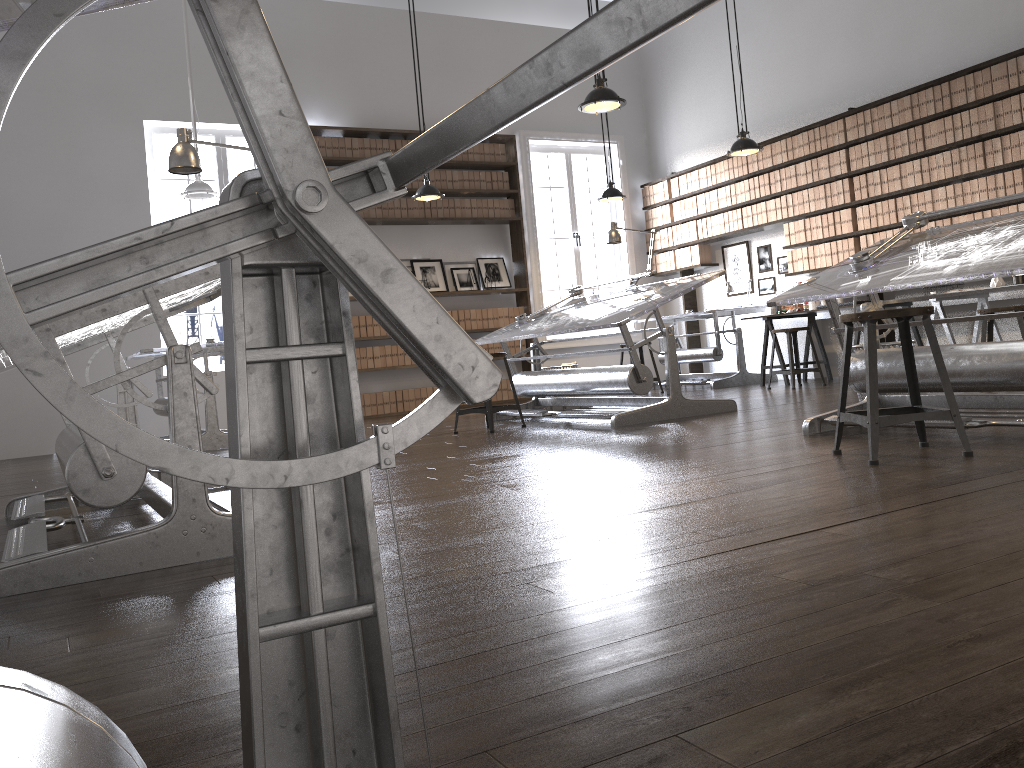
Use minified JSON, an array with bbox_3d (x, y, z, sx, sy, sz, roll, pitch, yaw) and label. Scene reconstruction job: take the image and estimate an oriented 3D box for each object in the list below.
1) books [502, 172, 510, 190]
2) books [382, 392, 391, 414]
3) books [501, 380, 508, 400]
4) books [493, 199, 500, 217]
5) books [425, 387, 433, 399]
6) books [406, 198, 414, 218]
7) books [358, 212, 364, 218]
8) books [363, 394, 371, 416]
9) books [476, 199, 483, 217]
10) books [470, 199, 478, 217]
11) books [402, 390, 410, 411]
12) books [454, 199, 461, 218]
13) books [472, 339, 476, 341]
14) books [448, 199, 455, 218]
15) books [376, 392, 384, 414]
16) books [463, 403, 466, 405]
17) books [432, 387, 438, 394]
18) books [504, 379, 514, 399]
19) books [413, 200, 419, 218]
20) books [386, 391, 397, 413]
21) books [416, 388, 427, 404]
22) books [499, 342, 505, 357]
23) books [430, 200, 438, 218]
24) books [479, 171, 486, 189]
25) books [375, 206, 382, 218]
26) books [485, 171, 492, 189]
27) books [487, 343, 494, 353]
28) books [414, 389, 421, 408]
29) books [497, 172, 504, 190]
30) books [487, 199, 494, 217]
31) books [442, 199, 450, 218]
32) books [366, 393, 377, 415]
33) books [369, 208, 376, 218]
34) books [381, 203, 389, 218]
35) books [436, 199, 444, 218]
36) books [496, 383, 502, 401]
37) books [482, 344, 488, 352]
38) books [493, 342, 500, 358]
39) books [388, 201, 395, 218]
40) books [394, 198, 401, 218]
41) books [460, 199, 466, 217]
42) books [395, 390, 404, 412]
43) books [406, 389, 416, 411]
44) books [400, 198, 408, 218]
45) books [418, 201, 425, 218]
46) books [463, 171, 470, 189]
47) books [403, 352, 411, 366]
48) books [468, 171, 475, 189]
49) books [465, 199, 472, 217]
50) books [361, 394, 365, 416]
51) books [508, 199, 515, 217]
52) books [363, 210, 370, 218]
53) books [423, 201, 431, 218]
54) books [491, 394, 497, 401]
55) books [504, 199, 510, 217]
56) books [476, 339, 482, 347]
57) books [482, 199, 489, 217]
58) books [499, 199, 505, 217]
[{"bbox_3d":[-0.104,-2.293,10.117,0.067,0.226,0.174,-5,-1,-28],"label":"books"},{"bbox_3d":[-1.341,0.196,9.273,0.067,0.226,0.174,-5,-1,-28],"label":"books"},{"bbox_3d":[-0.120,0.068,9.934,0.067,0.226,0.174,-4,-1,-28],"label":"books"},{"bbox_3d":[-0.211,-1.967,10.031,0.067,0.226,0.174,-5,-1,-28],"label":"books"},{"bbox_3d":[-0.908,0.151,9.509,0.067,0.226,0.174,-4,-1,-28],"label":"books"},{"bbox_3d":[-1.126,-1.872,9.536,0.067,0.226,0.174,-5,-1,-28],"label":"books"},{"bbox_3d":[-1.614,-1.820,9.272,0.067,0.226,0.174,-4,-1,-28],"label":"books"},{"bbox_3d":[-1.524,0.215,9.172,0.067,0.226,0.174,-5,-1,-28],"label":"books"},{"bbox_3d":[-0.399,-1.948,9.935,0.067,0.226,0.174,-4,-1,-28],"label":"books"},{"bbox_3d":[-0.459,-1.942,9.899,0.067,0.226,0.174,-5,-1,-28],"label":"books"},{"bbox_3d":[-1.150,0.176,9.382,0.067,0.226,0.174,-5,-1,-28],"label":"books"},{"bbox_3d":[-0.636,-1.923,9.802,0.067,0.226,0.174,-5,-1,-28],"label":"books"},{"bbox_3d":[-0.459,-0.381,9.787,0.067,0.226,0.174,-5,-1,-28],"label":"books"},{"bbox_3d":[-0.698,-1.917,9.775,0.067,0.226,0.174,-4,-1,-28],"label":"books"},{"bbox_3d":[-1.405,0.203,9.243,0.067,0.226,0.174,-4,-1,-28],"label":"books"},{"bbox_3d":[-0.544,0.113,9.708,0.067,0.226,0.174,-5,-1,-28],"label":"books"},{"bbox_3d":[-0.842,0.144,9.542,0.067,0.226,0.174,-5,-1,-28],"label":"books"},{"bbox_3d":[-0.060,0.062,9.972,0.067,0.226,0.174,-4,-1,-28],"label":"books"},{"bbox_3d":[-1.072,-1.877,9.570,0.067,0.226,0.174,-4,-1,-28],"label":"books"},{"bbox_3d":[-1.281,0.190,9.311,0.067,0.226,0.174,-5,-1,-28],"label":"books"},{"bbox_3d":[-0.970,0.157,9.471,0.067,0.226,0.174,-4,-1,-28],"label":"books"},{"bbox_3d":[-0.156,-0.413,9.953,0.067,0.226,0.174,-4,-1,-28],"label":"books"},{"bbox_3d":[-0.885,-1.897,9.674,0.067,0.226,0.174,-5,-1,-28],"label":"books"},{"bbox_3d":[-0.363,-2.265,9.974,0.067,0.226,0.174,-4,-1,-28],"label":"books"},{"bbox_3d":[-1.437,-1.839,9.369,0.067,0.226,0.174,-4,-1,-28],"label":"books"},{"bbox_3d":[-0.303,-2.272,10.012,0.067,0.226,0.174,-4,-1,-28],"label":"books"},{"bbox_3d":[-0.274,-0.401,9.885,0.067,0.226,0.174,-5,-1,-28],"label":"books"},{"bbox_3d":[-1.034,0.164,9.437,0.067,0.226,0.174,-5,-1,-28],"label":"books"},{"bbox_3d":[-0.172,-2.286,10.083,0.067,0.226,0.174,-4,-1,-28],"label":"books"},{"bbox_3d":[-0.276,-1.961,10.000,0.067,0.226,0.174,-5,-1,-28],"label":"books"},{"bbox_3d":[-0.760,-1.910,9.741,0.067,0.226,0.174,-4,-1,-28],"label":"books"},{"bbox_3d":[-1.467,0.209,9.209,0.067,0.226,0.174,-4,-1,-28],"label":"books"},{"bbox_3d":[-1.502,-1.832,9.336,0.067,0.226,0.174,-5,-1,-28],"label":"books"},{"bbox_3d":[-1.378,-1.845,9.406,0.067,0.226,0.174,-5,-1,-28],"label":"books"},{"bbox_3d":[-0.820,-1.904,9.704,0.067,0.226,0.174,-5,-1,-28],"label":"books"},{"bbox_3d":[-0.184,0.075,9.904,0.067,0.226,0.174,-5,-1,-28],"label":"books"},{"bbox_3d":[-0.337,-0.394,9.856,0.067,0.226,0.174,-4,-1,-28],"label":"books"},{"bbox_3d":[-0.211,-0.407,9.922,0.067,0.226,0.174,-4,-1,-28],"label":"books"},{"bbox_3d":[-1.317,-1.852,9.441,0.067,0.226,0.174,-5,-1,-28],"label":"books"},{"bbox_3d":[-1.254,-1.858,9.470,0.067,0.226,0.174,-4,-1,-28],"label":"books"},{"bbox_3d":[-0.580,-1.929,9.837,0.067,0.226,0.174,-4,-1,-28],"label":"books"},{"bbox_3d":[-1.212,0.183,9.342,0.067,0.226,0.174,-4,-1,-28],"label":"books"},{"bbox_3d":[-1.091,0.170,9.411,0.067,0.226,0.174,-4,-1,-28],"label":"books"},{"bbox_3d":[-1.189,-1.865,9.502,0.067,0.226,0.174,-4,-1,-28],"label":"books"},{"bbox_3d":[-1.016,-1.883,9.603,0.067,0.226,0.174,-5,-1,-28],"label":"books"},{"bbox_3d":[-0.546,-2.246,9.873,0.067,0.226,0.174,-4,-1,-28],"label":"books"},{"bbox_3d":[-1.143,-0.310,9.416,0.067,0.226,0.174,-4,-1,-28],"label":"books"},{"bbox_3d":[-0.489,-2.252,9.911,0.067,0.226,0.174,-5,-1,-28],"label":"books"},{"bbox_3d":[-0.524,-1.935,9.866,0.067,0.226,0.174,-4,-1,-28],"label":"books"},{"bbox_3d":[-1.585,0.221,9.145,0.067,0.226,0.174,-4,-1,-28],"label":"books"},{"bbox_3d":[-0.038,-1.986,10.131,0.067,0.226,0.174,-5,-1,-28],"label":"books"},{"bbox_3d":[-1.558,-1.827,9.308,0.067,0.226,0.174,-5,-1,-28],"label":"books"},{"bbox_3d":[-0.948,-1.890,9.634,0.067,0.226,0.174,-4,-1,-28],"label":"books"},{"bbox_3d":[-0.246,0.081,9.870,0.067,0.226,0.174,-5,-1,-28],"label":"books"},{"bbox_3d":[-0.099,-1.979,10.097,0.067,0.226,0.174,-5,-1,-28],"label":"books"},{"bbox_3d":[-0.399,-0.388,9.824,0.067,0.226,0.174,-4,-1,-28],"label":"books"},{"bbox_3d":[-0.339,-1.954,9.970,0.067,0.226,0.174,-4,-1,-28],"label":"books"},{"bbox_3d":[-0.153,-1.974,10.063,0.067,0.226,0.174,-4,-1,-28],"label":"books"}]
